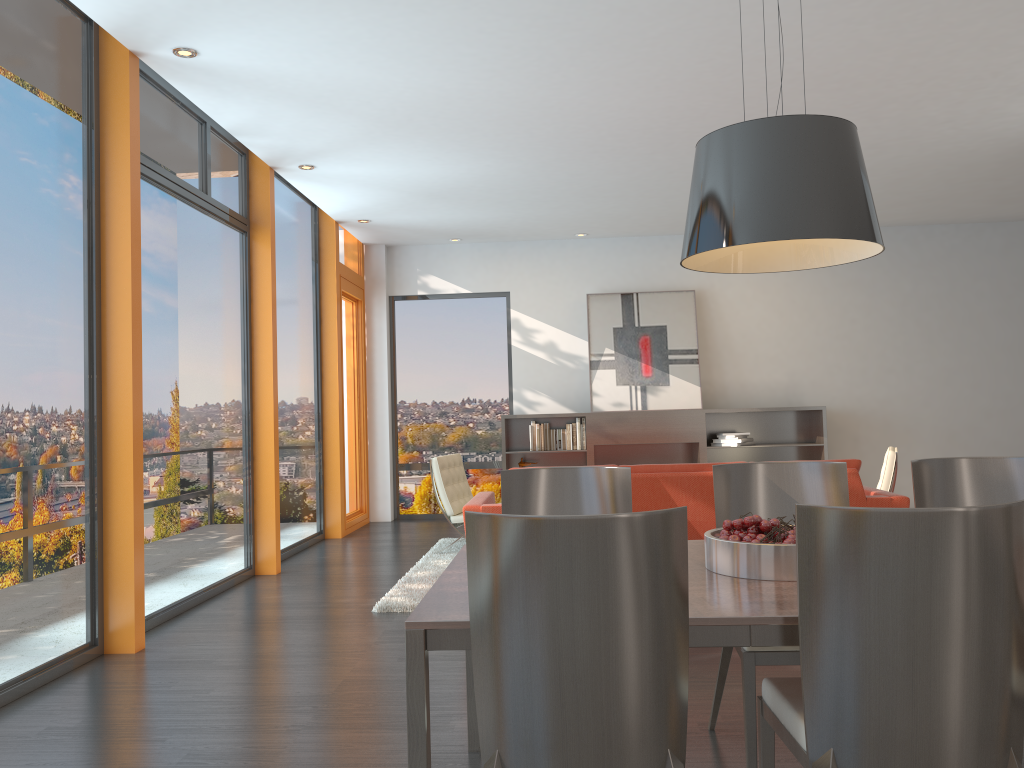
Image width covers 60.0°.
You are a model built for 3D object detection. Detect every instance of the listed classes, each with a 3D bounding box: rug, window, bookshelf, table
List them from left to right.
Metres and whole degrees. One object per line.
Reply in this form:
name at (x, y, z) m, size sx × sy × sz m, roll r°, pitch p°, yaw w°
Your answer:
window at (-2.266, -0.332, 3.170) m, size 0.070 × 3.347 × 2.923 m, roll -2°, pitch -2°, yaw 3°
window at (-2.104, -0.247, 5.786) m, size 0.070 × 3.347 × 2.103 m, roll -2°, pitch -2°, yaw 3°
window at (-1.976, -0.180, 7.865) m, size 0.070 × 3.347 × 1.843 m, roll -2°, pitch -2°, yaw 3°
window at (-1.782, -0.132, 9.465) m, size 0.211 × 3.347 × 1.156 m, roll -2°, pitch -2°, yaw 3°
window at (-0.695, -0.133, 10.231) m, size 1.409 × 3.341 × 0.065 m, roll -2°, pitch -2°, yaw 3°
bookshelf at (1.607, 0.870, 9.573) m, size 3.387 × 1.163 × 0.570 m, roll -2°, pitch -2°, yaw 3°
rug at (1.146, 1.363, 6.724) m, size 3.772 × 0.043 × 2.983 m, roll -2°, pitch -2°, yaw 3°
table at (0.877, 0.903, 2.503) m, size 2.151 × 0.765 × 1.171 m, roll -2°, pitch -2°, yaw 3°

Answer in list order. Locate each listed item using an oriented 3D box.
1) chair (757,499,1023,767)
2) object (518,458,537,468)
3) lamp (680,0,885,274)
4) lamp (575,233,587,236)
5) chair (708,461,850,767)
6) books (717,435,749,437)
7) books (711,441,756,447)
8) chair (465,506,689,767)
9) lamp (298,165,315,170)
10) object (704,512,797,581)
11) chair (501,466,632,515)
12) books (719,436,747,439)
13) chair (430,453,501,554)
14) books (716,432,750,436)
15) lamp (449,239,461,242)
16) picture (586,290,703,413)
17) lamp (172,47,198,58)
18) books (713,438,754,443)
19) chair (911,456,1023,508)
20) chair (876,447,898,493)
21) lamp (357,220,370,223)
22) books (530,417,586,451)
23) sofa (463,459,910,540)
chair at (0.855, 0.733, 1.998) m, size 0.548 × 0.968 × 0.614 m, roll -2°, pitch -2°, yaw 3°
object at (0.129, 0.942, 9.618) m, size 0.245 × 0.291 × 0.201 m, roll -3°, pitch -2°, yaw 23°
lamp at (0.753, -1.154, 2.606) m, size 0.567 × 1.580 × 0.567 m, roll -3°, pitch -3°, yaw 33°
lamp at (0.769, -1.660, 9.880) m, size 0.129 × 0.010 × 0.129 m, roll 0°, pitch -3°, yaw -41°
chair at (0.961, 0.764, 2.991) m, size 0.548 × 0.968 × 0.614 m, roll -2°, pitch -2°, yaw 3°
books at (2.357, 0.553, 9.460) m, size 0.210 × 0.020 × 0.300 m, roll -3°, pitch -3°, yaw 43°
books at (2.359, 0.640, 9.456) m, size 0.314 × 0.038 × 0.398 m, roll -3°, pitch -3°, yaw 43°
chair at (0.158, 0.754, 2.040) m, size 0.548 × 0.968 × 0.614 m, roll -2°, pitch -2°, yaw 3°
lamp at (-1.608, -1.693, 6.933) m, size 0.129 × 0.010 × 0.129 m, roll 0°, pitch -3°, yaw -41°
object at (0.770, 0.448, 2.544) m, size 0.427 × 0.154 × 0.426 m, roll 0°, pitch -3°, yaw -43°
chair at (0.198, 0.787, 3.038) m, size 0.548 × 0.968 × 0.614 m, roll -2°, pitch -2°, yaw 3°
books at (2.357, 0.573, 9.459) m, size 0.210 × 0.020 × 0.300 m, roll -3°, pitch -2°, yaw 33°
chair at (-0.298, 1.017, 7.628) m, size 0.707 × 0.817 × 0.700 m, roll -2°, pitch -2°, yaw 13°
books at (2.356, 0.533, 9.461) m, size 0.300 × 0.020 × 0.210 m, roll -1°, pitch -2°, yaw -7°
lamp at (-0.641, -1.617, 9.965) m, size 0.129 × 0.010 × 0.129 m, roll 0°, pitch -3°, yaw -41°
picture at (1.450, -0.366, 9.783) m, size 1.208 × 1.339 × 0.269 m, roll -2°, pitch -2°, yaw 3°
lamp at (-1.744, -1.764, 4.726) m, size 0.129 × 0.010 × 0.129 m, roll 0°, pitch -3°, yaw -41°
books at (2.358, 0.602, 9.458) m, size 0.314 × 0.038 × 0.398 m, roll -3°, pitch -2°, yaw 33°
chair at (1.658, 0.743, 2.949) m, size 0.548 × 0.968 × 0.614 m, roll -2°, pitch -2°, yaw 3°
chair at (2.653, 0.907, 6.824) m, size 0.707 × 0.817 × 0.700 m, roll -3°, pitch -2°, yaw 23°
lamp at (-1.487, -1.630, 8.887) m, size 0.129 × 0.010 × 0.129 m, roll 0°, pitch -3°, yaw -41°
books at (0.494, 0.538, 9.559) m, size 0.592 × 0.340 × 0.324 m, roll -2°, pitch -2°, yaw 3°
sofa at (1.034, 0.908, 5.652) m, size 2.597 × 0.853 × 1.037 m, roll -2°, pitch -2°, yaw 3°
